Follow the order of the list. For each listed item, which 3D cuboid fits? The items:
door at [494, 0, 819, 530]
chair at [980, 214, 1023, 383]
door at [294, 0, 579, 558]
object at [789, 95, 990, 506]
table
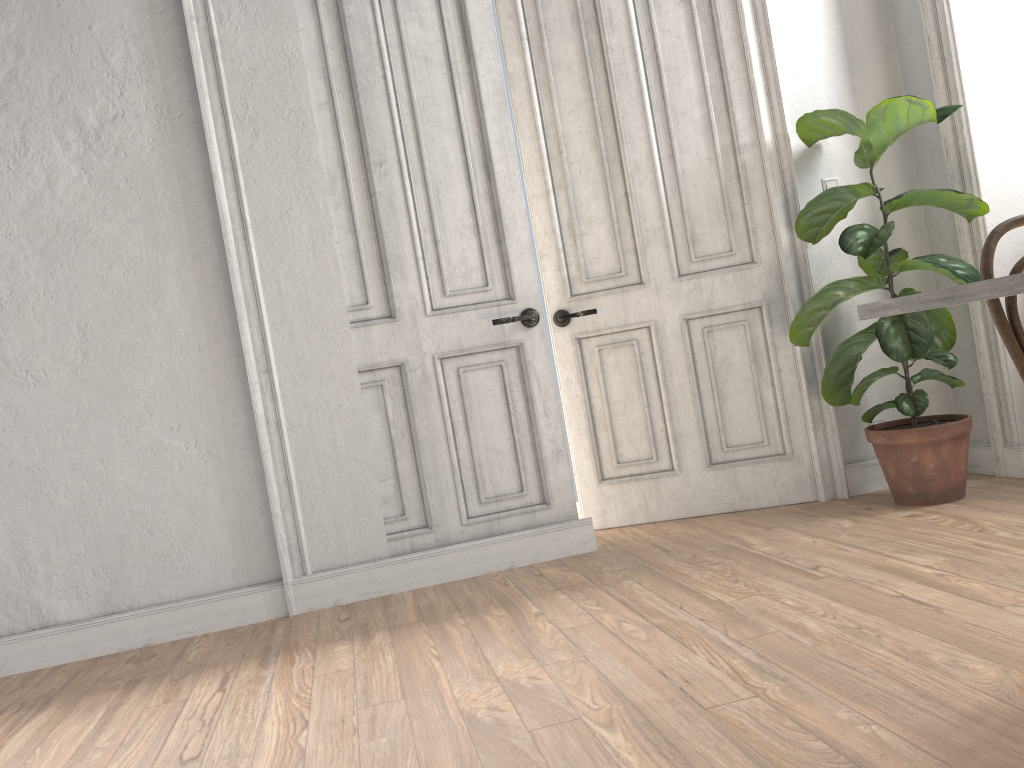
[{"bbox_3d":[0.620,-0.796,3.962,1.097,2.814,0.216,-9,1,14],"label":"door"},{"bbox_3d":[1.246,0.075,1.680,0.438,0.921,0.549,-10,1,-3],"label":"chair"},{"bbox_3d":[-0.473,-0.607,3.577,1.096,2.814,0.216,-10,1,-10],"label":"door"},{"bbox_3d":[1.755,-0.476,0.983,0.792,1.842,5.827,-10,0,-6],"label":"object"},{"bbox_3d":[1.466,0.114,0.728,1.100,0.780,2.200,-10,0,-11],"label":"table"}]
